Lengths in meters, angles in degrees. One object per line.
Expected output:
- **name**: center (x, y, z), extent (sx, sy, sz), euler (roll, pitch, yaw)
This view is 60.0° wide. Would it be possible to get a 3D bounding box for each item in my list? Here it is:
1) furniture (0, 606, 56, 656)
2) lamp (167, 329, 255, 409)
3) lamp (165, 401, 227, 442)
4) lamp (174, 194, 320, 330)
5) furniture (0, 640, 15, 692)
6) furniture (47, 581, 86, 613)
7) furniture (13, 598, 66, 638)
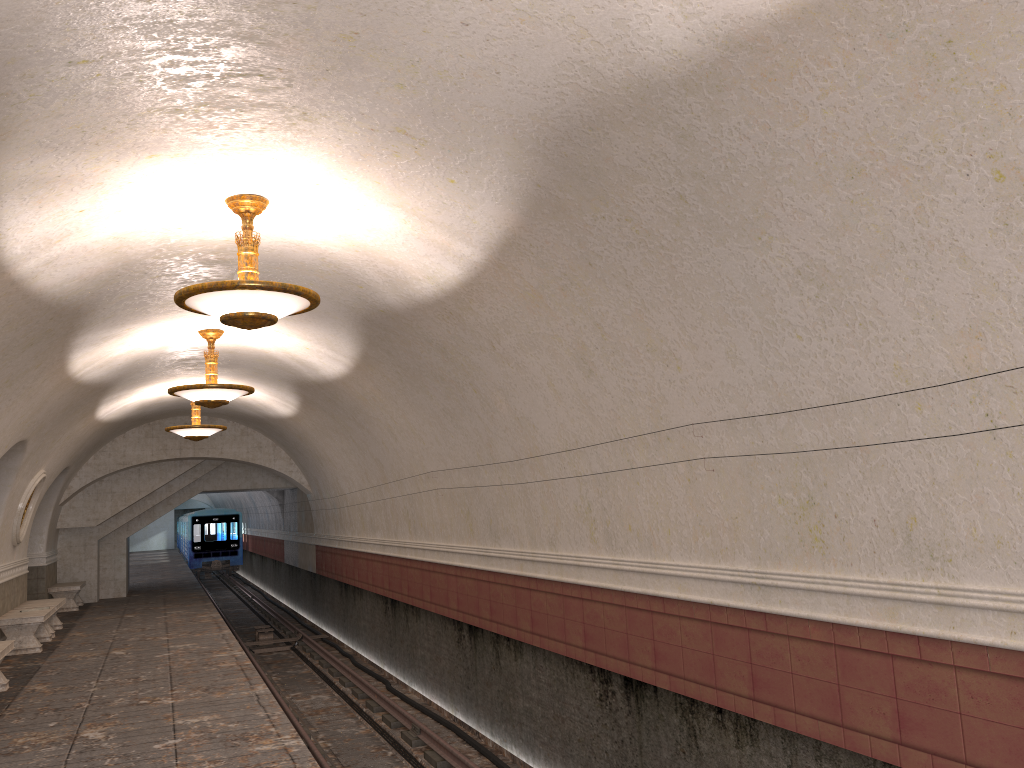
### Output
- **furniture**: center (-7.120, 3.614, 13.013), extent (0.613, 0.508, 1.509), euler (0, -8, -22)
- **lamp**: center (-3.675, -0.171, 10.847), extent (1.008, 0.955, 1.008), euler (-2, -8, -6)
- **lamp**: center (-5.445, 0.515, 15.288), extent (1.008, 0.955, 1.008), euler (-7, -8, 24)
- **lamp**: center (-1.906, -0.858, 6.407), extent (1.008, 0.955, 1.008), euler (-2, -8, -6)
- **furniture**: center (-5.552, 3.005, 9.076), extent (0.613, 0.508, 1.509), euler (0, -8, -22)
- **furniture**: center (-9.430, 4.510, 18.808), extent (0.613, 0.508, 1.509), euler (0, -8, -22)
- **furniture**: center (-7.737, 3.853, 14.559), extent (0.613, 0.508, 1.509), euler (0, -8, -22)
